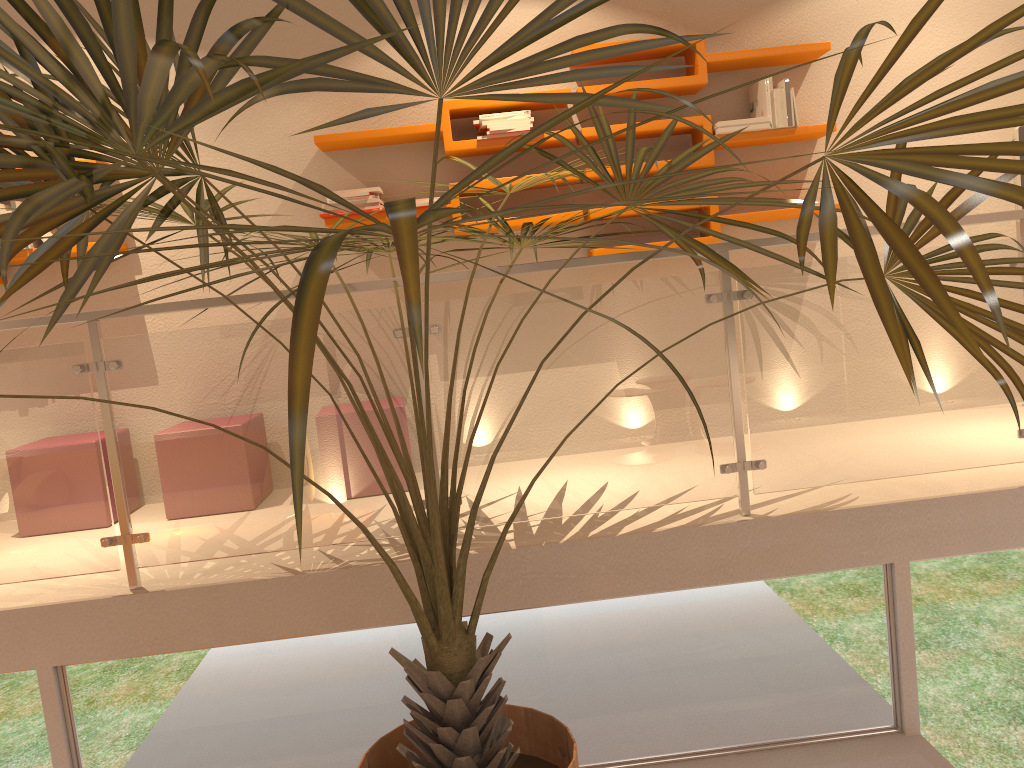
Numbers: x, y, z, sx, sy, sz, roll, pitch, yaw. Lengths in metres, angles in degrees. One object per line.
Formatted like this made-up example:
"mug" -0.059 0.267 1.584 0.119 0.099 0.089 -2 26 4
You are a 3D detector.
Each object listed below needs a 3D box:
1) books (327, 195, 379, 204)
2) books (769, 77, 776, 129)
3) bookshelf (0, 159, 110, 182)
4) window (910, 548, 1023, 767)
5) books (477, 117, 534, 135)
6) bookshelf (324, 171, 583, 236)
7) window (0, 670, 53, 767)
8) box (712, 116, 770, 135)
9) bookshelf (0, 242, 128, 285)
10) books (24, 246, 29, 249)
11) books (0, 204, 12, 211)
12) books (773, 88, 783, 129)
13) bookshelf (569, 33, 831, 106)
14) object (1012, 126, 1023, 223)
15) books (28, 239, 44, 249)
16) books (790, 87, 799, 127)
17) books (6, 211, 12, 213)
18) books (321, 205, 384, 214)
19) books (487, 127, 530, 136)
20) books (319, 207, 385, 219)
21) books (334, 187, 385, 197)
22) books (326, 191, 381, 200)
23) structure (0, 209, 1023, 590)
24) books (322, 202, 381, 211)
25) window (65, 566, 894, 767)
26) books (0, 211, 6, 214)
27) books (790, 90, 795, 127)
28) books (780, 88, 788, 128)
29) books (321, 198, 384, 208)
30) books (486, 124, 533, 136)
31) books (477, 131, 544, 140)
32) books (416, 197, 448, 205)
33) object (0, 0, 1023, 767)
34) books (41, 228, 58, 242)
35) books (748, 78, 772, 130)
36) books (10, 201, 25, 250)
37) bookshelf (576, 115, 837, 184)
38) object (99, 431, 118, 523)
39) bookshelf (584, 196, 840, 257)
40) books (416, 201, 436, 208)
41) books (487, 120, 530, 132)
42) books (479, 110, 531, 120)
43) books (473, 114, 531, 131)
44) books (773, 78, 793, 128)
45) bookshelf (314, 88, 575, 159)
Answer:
"books" -0.711 -0.821 4.000 0.227 0.017 0.230 -7 6 -7
"books" 1.154 -1.267 4.067 0.017 0.227 0.230 -7 6 -2
"bookshelf" -2.387 -0.911 3.949 1.150 0.220 0.220 -7 6 -2
"window" 3.559 1.874 2.490 4.234 4.599 0.993 -3 7 30
"books" -0.032 -1.164 4.005 0.230 0.017 0.227 -7 6 -7
"bookshelf" -0.266 -0.795 4.062 1.150 0.220 0.220 -7 6 -2
"window" 0.774 1.793 2.335 8.922 5.399 0.481 -5 6 10
"box" 1.023 -1.159 4.036 0.232 0.047 0.232 -7 6 -2
"bookshelf" -2.348 -0.557 3.986 1.150 0.220 0.220 -7 6 -2
"books" -2.138 -0.676 3.958 0.009 0.156 0.207 -7 6 -2
"books" -2.241 -0.690 3.950 0.021 0.210 0.207 -7 6 -2
"books" 1.180 -1.240 4.062 0.027 0.169 0.230 -7 6 -2
"bookshelf" 0.849 -1.458 4.048 1.150 0.220 0.220 -7 6 -2
"object" 2.452 -0.548 4.195 0.111 1.317 0.116 -6 6 4
"books" -2.124 -0.685 3.971 0.023 0.169 0.230 -7 6 -2
"books" 1.261 -1.251 4.076 0.023 0.169 0.230 -7 6 -2
"books" -2.178 -0.679 3.967 0.027 0.169 0.230 -7 6 -2
"books" -0.707 -0.777 3.996 0.268 0.011 0.190 -6 6 -1
"books" -0.018 -1.121 4.009 0.190 0.011 0.268 -6 6 -1
"books" -0.702 -0.765 3.997 0.297 0.013 0.210 -7 6 -2
"books" -0.700 -0.855 3.998 0.230 0.017 0.226 -7 6 -2
"books" -0.711 -0.838 4.003 0.190 0.015 0.254 -6 6 4
"structure" -2.759 0.380 2.830 11.050 0.900 0.195 -7 6 -2
"books" -0.718 -0.788 3.993 0.254 0.015 0.190 -7 6 -6
"window" 1.871 0.468 2.271 6.719 1.393 0.908 -4 6 17
"books" -2.206 -0.675 3.958 0.027 0.169 0.230 -7 6 -2
"books" 1.248 -1.242 4.062 0.009 0.156 0.207 -7 6 -2
"books" 1.207 -1.244 4.071 0.027 0.169 0.230 -7 6 -2
"books" -0.712 -0.804 3.989 0.254 0.015 0.190 -6 6 -1
"books" -0.018 -1.133 3.997 0.190 0.015 0.254 -7 6 -6
"books" -0.011 -1.110 4.016 0.297 0.013 0.210 -7 6 -2
"books" -0.407 -0.817 4.015 0.230 0.017 0.226 -7 6 -2
"object" 0.021 0.096 2.135 3.241 2.600 3.098 -6 6 6
"books" -2.080 -0.680 3.974 0.091 0.150 0.230 -7 6 -2
"books" 1.136 -1.264 4.059 0.017 0.227 0.230 -7 6 -2
"books" -2.156 -0.700 3.954 0.021 0.210 0.207 -7 6 -2
"bookshelf" 0.888 -1.106 4.085 1.150 0.220 0.220 -7 6 -2
"object" -1.953 0.430 3.979 0.390 0.377 0.390 -6 6 -2
"bookshelf" 0.927 -0.752 4.122 1.150 0.220 0.220 -7 6 -2
"books" -0.418 -0.800 4.021 0.190 0.015 0.254 -6 6 4
"books" -0.017 -1.149 4.004 0.190 0.015 0.254 -6 6 -1
"books" -0.036 -1.197 4.016 0.226 0.017 0.230 -7 6 -2
"books" -0.039 -1.179 4.005 0.254 0.015 0.190 -6 6 4
"books" 1.229 -1.266 4.058 0.021 0.210 0.207 -7 6 -2
"bookshelf" -0.305 -1.148 4.024 1.150 0.220 0.220 -7 6 -2
